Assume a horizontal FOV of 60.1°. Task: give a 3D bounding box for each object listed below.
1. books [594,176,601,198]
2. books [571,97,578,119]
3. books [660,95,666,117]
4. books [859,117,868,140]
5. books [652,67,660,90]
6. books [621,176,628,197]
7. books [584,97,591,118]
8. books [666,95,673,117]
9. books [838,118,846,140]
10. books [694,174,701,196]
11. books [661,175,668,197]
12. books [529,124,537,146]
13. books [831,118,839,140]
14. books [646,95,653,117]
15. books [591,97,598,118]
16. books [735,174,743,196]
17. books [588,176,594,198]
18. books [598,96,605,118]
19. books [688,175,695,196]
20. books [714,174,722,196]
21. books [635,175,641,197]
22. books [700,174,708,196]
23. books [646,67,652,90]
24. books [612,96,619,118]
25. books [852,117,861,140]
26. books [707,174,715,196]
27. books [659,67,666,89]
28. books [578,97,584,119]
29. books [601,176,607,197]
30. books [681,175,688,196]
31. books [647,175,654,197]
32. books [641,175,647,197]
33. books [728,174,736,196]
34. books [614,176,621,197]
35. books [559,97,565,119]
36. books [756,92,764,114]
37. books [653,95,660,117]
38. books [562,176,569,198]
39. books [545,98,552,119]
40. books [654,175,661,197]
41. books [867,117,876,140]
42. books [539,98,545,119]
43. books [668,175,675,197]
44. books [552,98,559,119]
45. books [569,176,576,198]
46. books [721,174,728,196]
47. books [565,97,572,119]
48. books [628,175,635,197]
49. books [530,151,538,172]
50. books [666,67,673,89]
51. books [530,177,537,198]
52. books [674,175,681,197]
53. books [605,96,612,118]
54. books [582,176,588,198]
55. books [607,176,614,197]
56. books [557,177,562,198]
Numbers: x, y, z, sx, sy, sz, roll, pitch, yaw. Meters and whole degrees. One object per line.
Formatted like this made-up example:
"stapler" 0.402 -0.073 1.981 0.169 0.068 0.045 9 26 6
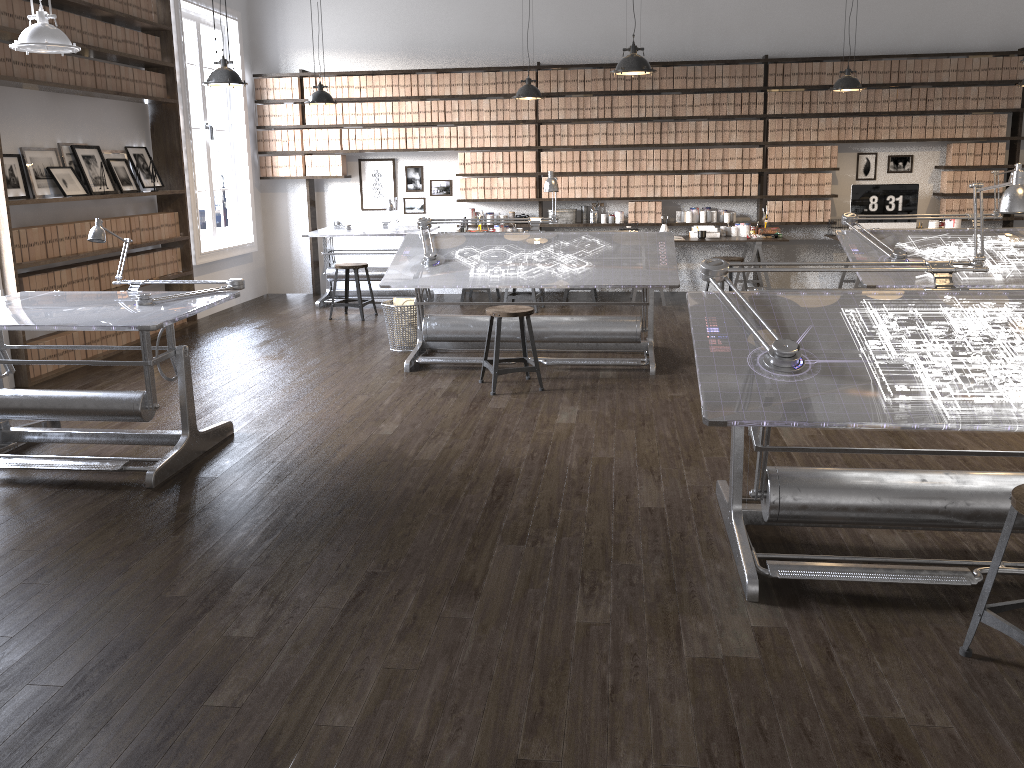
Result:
"books" 0.914 -2.111 9.481 0.067 0.223 0.176 0 12 7
"books" 0.662 -2.905 9.347 0.067 0.223 0.176 0 12 7
"books" 1.569 -2.895 9.241 0.067 0.223 0.176 0 12 7
"books" 3.573 -2.608 9.052 0.067 0.223 0.176 0 12 7
"books" 1.494 -3.164 9.195 0.067 0.223 0.176 0 12 7
"books" 1.199 -2.106 9.441 0.067 0.223 0.176 0 12 7
"books" 0.800 -2.905 9.336 0.067 0.223 0.176 0 12 7
"books" 1.634 -2.893 9.229 0.067 0.223 0.176 0 12 7
"books" 3.362 -2.611 9.077 0.067 0.223 0.176 0 12 7
"books" 1.953 -2.096 9.348 0.067 0.223 0.176 0 12 7
"books" 1.614 -2.102 9.397 0.067 0.223 0.176 0 12 7
"books" 0.226 -2.652 9.459 0.067 0.223 0.176 0 12 7
"books" 3.294 -2.610 9.079 0.067 0.223 0.176 0 12 7
"books" 1.434 -2.896 9.254 0.067 0.223 0.176 0 12 7
"books" 0.870 -2.903 9.324 0.067 0.223 0.176 0 12 7
"books" 2.380 -2.092 9.303 0.067 0.223 0.176 0 12 7
"books" 0.846 -2.111 9.483 0.067 0.223 0.176 0 12 7
"books" 0.941 -2.903 9.320 0.067 0.223 0.176 0 12 7
"books" 1.887 -2.098 9.361 0.067 0.223 0.176 0 12 7
"books" 2.161 -2.094 9.325 0.067 0.223 0.176 0 12 7
"books" 1.338 -2.105 9.427 0.067 0.223 0.176 0 12 7
"books" 2.021 -2.097 9.346 0.067 0.223 0.176 0 12 7
"books" 1.422 -3.165 9.201 0.067 0.223 0.176 0 12 7
"books" 1.089 -2.901 9.302 0.067 0.223 0.176 0 12 7
"books" 3.502 -2.608 9.056 0.067 0.223 0.176 0 12 7
"books" 2.091 -2.096 9.337 0.067 0.223 0.176 0 12 7
"books" 1.564 -3.164 9.191 0.067 0.223 0.176 0 12 7
"books" 0.730 -2.906 9.345 0.067 0.223 0.176 0 12 7
"books" 0.985 -2.110 9.472 0.067 0.223 0.176 0 12 7
"books" 1.825 -2.099 9.367 0.067 0.223 0.176 0 12 7
"books" 1.472 -2.103 9.407 0.067 0.223 0.176 0 12 7
"books" 1.400 -2.103 9.415 0.067 0.223 0.176 0 12 7
"books" 2.306 -2.092 9.306 0.067 0.223 0.176 0 12 7
"books" 1.125 -2.109 9.456 0.067 0.223 0.176 0 12 7
"books" 0.534 -2.908 9.366 0.067 0.223 0.176 0 12 7
"books" 2.545 -2.882 9.122 0.067 0.223 0.176 0 12 7
"books" 1.506 -2.895 9.247 0.067 0.223 0.176 0 12 7
"books" 0.577 -2.116 9.521 0.067 0.223 0.176 0 12 7
"books" 0.392 -2.910 9.385 0.067 0.223 0.176 0 12 7
"books" 1.545 -2.102 9.401 0.067 0.223 0.176 0 12 7
"books" 3.647 -2.606 9.037 0.067 0.223 0.176 0 12 7
"books" 0.323 -2.911 9.395 0.067 0.223 0.176 0 12 7
"books" 1.683 -2.101 9.386 0.067 0.223 0.176 0 12 7
"books" 0.461 -2.908 9.373 0.067 0.223 0.176 0 12 7
"books" 0.646 -2.114 9.509 0.067 0.223 0.176 0 12 7
"books" 2.232 -2.094 9.321 0.067 0.223 0.176 0 12 7
"books" 0.596 -2.907 9.360 0.067 0.223 0.176 0 12 7
"books" 1.273 -2.107 9.437 0.067 0.223 0.176 0 12 7
"books" 0.233 -2.381 9.505 0.067 0.223 0.176 0 12 7
"books" 1.633 -3.163 9.180 0.067 0.223 0.176 0 12 7
"books" 0.234 -2.119 9.558 0.067 0.223 0.176 0 12 7
"books" 1.753 -2.099 9.374 0.067 0.223 0.176 0 12 7
"books" 1.015 -2.901 9.305 0.067 0.223 0.176 0 12 7
"books" 0.781 -2.113 9.496 0.067 0.223 0.176 0 12 7
"books" 1.054 -2.108 9.460 0.067 0.223 0.176 0 12 7
"books" 0.508 -2.117 9.531 0.067 0.223 0.176 0 12 7
